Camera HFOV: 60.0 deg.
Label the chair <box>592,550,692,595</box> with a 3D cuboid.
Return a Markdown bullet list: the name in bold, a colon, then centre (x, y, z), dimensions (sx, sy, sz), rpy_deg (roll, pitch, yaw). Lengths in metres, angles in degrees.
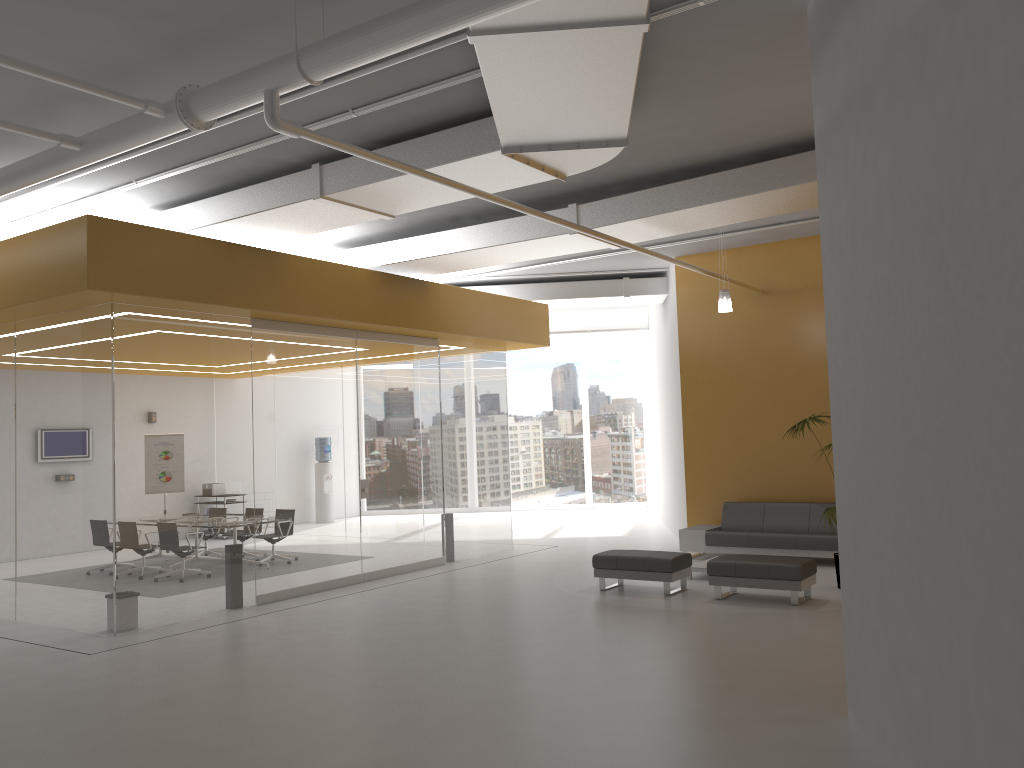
- **chair**: centre (1.500, 2.152, 10.205), dimensions (1.012, 0.423, 0.575), rpy_deg (-4, -4, 34)

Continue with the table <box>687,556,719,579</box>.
- **table**: centre (2.821, 2.285, 10.929), dimensions (1.000, 0.150, 1.000), rpy_deg (-4, -4, 34)

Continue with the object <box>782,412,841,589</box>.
- **object**: centre (3.598, 1.288, 9.899), dimensions (0.912, 1.956, 1.222), rpy_deg (-1, -4, -15)

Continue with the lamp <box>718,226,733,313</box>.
- **lamp**: centre (2.650, -1.518, 11.139), dimensions (0.174, 1.227, 0.174), rpy_deg (-1, -4, -14)

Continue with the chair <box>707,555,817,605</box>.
- **chair**: centre (2.649, 2.061, 9.396), dimensions (1.012, 0.423, 0.575), rpy_deg (-4, -4, 34)

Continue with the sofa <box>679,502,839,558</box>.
- **sofa**: centre (3.549, 2.025, 12.119), dimensions (2.400, 0.761, 0.860), rpy_deg (-4, -4, 34)

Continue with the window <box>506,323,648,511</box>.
- **window**: centre (0.393, 0.863, 21.889), dimensions (8.533, 4.498, 0.100), rpy_deg (-2, -4, 4)
